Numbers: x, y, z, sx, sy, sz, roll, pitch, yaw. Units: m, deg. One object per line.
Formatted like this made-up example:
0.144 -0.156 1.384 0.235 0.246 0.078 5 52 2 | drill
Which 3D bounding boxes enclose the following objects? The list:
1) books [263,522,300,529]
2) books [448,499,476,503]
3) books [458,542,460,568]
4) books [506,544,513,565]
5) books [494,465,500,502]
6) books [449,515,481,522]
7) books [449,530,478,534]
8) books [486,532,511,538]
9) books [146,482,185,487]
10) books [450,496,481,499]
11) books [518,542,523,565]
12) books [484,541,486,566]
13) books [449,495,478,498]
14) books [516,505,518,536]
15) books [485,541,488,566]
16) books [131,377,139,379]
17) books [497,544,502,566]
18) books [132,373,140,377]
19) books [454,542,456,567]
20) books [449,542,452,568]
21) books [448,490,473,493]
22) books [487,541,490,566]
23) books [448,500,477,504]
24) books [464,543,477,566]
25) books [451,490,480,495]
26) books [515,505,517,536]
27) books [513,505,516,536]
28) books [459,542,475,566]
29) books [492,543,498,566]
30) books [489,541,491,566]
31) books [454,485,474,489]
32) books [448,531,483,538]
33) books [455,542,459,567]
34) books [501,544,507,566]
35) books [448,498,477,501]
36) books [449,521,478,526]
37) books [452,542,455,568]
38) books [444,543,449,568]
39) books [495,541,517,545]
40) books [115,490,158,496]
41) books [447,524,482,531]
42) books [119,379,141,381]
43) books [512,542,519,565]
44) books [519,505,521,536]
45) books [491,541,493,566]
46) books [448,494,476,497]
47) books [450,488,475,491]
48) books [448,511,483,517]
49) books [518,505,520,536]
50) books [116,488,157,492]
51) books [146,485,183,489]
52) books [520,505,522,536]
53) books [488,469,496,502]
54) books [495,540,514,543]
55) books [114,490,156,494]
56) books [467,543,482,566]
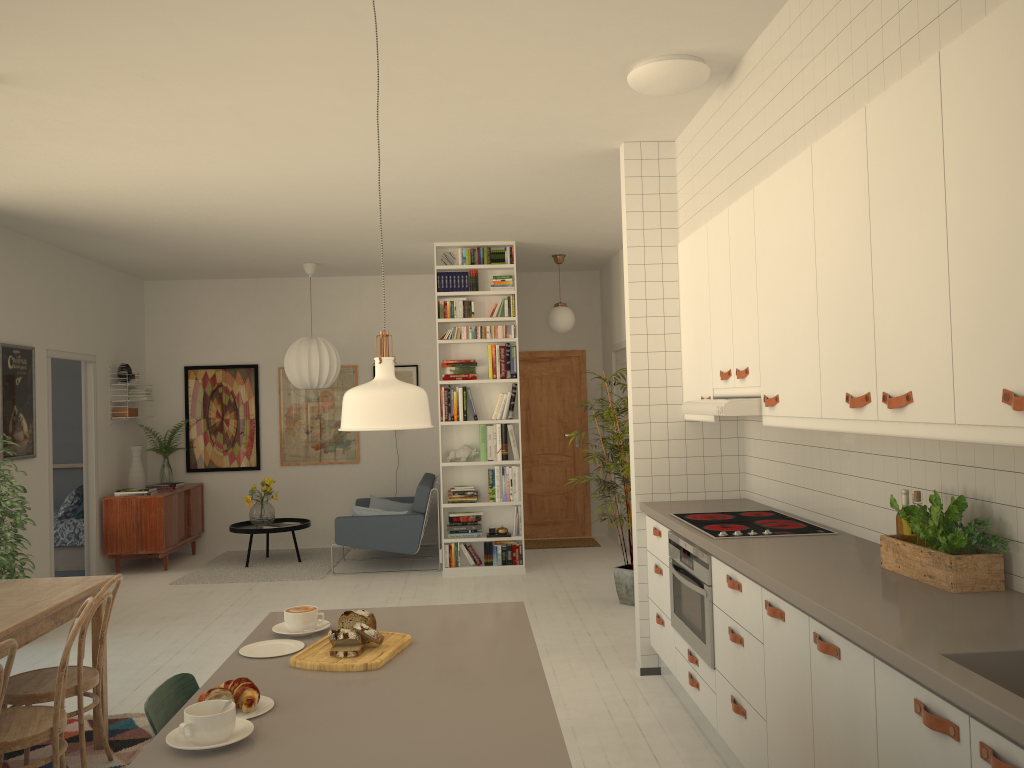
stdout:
-2.198 1.357 8.472 0.200 0.031 0.289 -2 -1 31 | books
-0.441 1.021 7.783 0.247 0.014 0.173 -2 -1 -4 | books
-0.465 1.485 7.777 0.010 0.215 0.193 -2 -1 -3 | books
-0.025 1.494 7.828 0.050 0.170 0.221 -2 -1 -3 | books
-0.133 0.875 7.838 0.037 0.312 0.241 -2 -1 -3 | books
-0.413 1.176 7.798 0.285 0.047 0.185 -2 -1 -3 | books
-0.431 1.287 7.807 0.241 0.024 0.168 -2 -1 -8 | books
-0.116 1.321 7.757 0.215 0.023 0.130 -2 -1 -3 | books
-3.524 1.017 8.936 0.368 0.020 0.255 -2 -1 -1 | books
-0.407 0.996 7.820 0.255 0.014 0.197 -2 -1 7 | books
0.072 1.488 7.832 0.032 0.176 0.230 -2 -1 -3 | books
-0.240 1.477 7.793 0.015 0.214 0.202 -2 -1 -3 | books
-0.427 0.985 7.800 0.250 0.008 0.135 -2 -1 -7 | books
0.041 1.200 7.800 0.033 0.258 0.130 -2 -1 -3 | books
-0.225 1.477 7.802 0.015 0.214 0.202 -2 -1 -3 | books
-3.770 -0.057 8.723 0.155 0.024 0.136 -2 -1 -10 | books
-0.114 1.493 7.809 0.032 0.176 0.222 -2 -1 -3 | books
-3.759 -0.087 8.719 0.178 0.036 0.145 -2 -1 -10 | books
-0.499 1.490 7.789 0.012 0.206 0.193 -2 -1 -3 | books
-0.538 1.492 7.778 0.026 0.206 0.187 -2 -1 -3 | books
-0.449 0.939 7.796 0.221 0.010 0.169 -2 -1 0 | books
-0.209 1.476 7.789 0.015 0.214 0.202 -2 -1 -3 | books
-0.435 1.033 7.786 0.247 0.009 0.170 -2 -1 0 | books
-0.362 1.491 7.778 0.118 0.192 0.118 -2 -1 -3 | books
-0.406 0.956 7.805 0.235 0.025 0.163 -2 -1 3 | books
0.030 1.201 7.835 0.030 0.256 0.198 -2 -1 -3 | books
0.020 1.201 7.832 0.034 0.257 0.209 -2 -1 -3 | books
-0.393 1.488 7.783 0.135 0.200 0.134 -2 -1 -3 | books
-0.150 1.493 7.813 0.044 0.179 0.224 -2 -1 -3 | books
-0.194 1.476 7.798 0.015 0.214 0.202 -2 -1 -3 | books
-0.424 0.906 7.787 0.166 0.019 0.127 -2 -1 -10 | books
-0.406 1.321 7.808 0.297 0.038 0.204 -2 -1 2 | books
-0.482 1.485 7.791 0.021 0.215 0.174 -2 -1 -3 | books
-0.073 1.498 7.811 0.048 0.163 0.209 -2 -1 -3 | books
-0.430 1.009 7.792 0.248 0.009 0.171 -2 -1 0 | books
-0.430 1.220 7.794 0.247 0.039 0.143 -2 -1 -6 | books
-0.514 1.489 7.775 0.020 0.211 0.184 -2 -1 -3 | books
-0.571 1.498 7.780 0.039 0.199 0.185 -2 -1 -3 | books
-0.058 1.394 7.809 0.193 0.012 0.130 -2 -1 -3 | books
-3.519 1.026 8.312 0.320 0.020 0.237 -2 -1 -7 | books
-0.423 1.255 7.793 0.297 0.039 0.165 -2 -1 -8 | books
-3.760 -0.035 8.729 0.158 0.019 0.131 -2 -1 -1 | books
0.029 1.487 7.811 0.056 0.180 0.202 -2 -1 -3 | books
0.066 1.198 7.817 0.007 0.257 0.181 -2 -1 -3 | books
-0.180 1.475 7.804 0.015 0.214 0.202 -2 -1 -3 | books
-0.442 0.976 7.782 0.238 0.012 0.120 -2 -1 -8 | books
-0.436 0.925 7.806 0.212 0.017 0.165 -2 -1 -6 | books
-0.411 1.139 7.813 0.297 0.024 0.162 -1 -1 -12 | books
0.058 1.199 7.828 0.008 0.256 0.184 -2 -1 -3 | books
-3.518 0.994 8.312 0.311 0.015 0.192 -2 -1 0 | books
-3.537 1.037 8.929 0.371 0.022 0.259 -2 -1 -3 | books
0.076 1.198 7.808 0.011 0.256 0.139 -2 -1 -3 | books
-0.179 0.890 7.824 0.057 0.284 0.200 -2 -1 -3 | books
-0.070 1.386 7.790 0.165 0.006 0.103 -2 -1 -3 | books
-3.529 1.009 8.311 0.296 0.015 0.240 -2 -1 -4 | books
-0.330 1.494 7.786 0.131 0.188 0.136 -2 -1 -3 | books
